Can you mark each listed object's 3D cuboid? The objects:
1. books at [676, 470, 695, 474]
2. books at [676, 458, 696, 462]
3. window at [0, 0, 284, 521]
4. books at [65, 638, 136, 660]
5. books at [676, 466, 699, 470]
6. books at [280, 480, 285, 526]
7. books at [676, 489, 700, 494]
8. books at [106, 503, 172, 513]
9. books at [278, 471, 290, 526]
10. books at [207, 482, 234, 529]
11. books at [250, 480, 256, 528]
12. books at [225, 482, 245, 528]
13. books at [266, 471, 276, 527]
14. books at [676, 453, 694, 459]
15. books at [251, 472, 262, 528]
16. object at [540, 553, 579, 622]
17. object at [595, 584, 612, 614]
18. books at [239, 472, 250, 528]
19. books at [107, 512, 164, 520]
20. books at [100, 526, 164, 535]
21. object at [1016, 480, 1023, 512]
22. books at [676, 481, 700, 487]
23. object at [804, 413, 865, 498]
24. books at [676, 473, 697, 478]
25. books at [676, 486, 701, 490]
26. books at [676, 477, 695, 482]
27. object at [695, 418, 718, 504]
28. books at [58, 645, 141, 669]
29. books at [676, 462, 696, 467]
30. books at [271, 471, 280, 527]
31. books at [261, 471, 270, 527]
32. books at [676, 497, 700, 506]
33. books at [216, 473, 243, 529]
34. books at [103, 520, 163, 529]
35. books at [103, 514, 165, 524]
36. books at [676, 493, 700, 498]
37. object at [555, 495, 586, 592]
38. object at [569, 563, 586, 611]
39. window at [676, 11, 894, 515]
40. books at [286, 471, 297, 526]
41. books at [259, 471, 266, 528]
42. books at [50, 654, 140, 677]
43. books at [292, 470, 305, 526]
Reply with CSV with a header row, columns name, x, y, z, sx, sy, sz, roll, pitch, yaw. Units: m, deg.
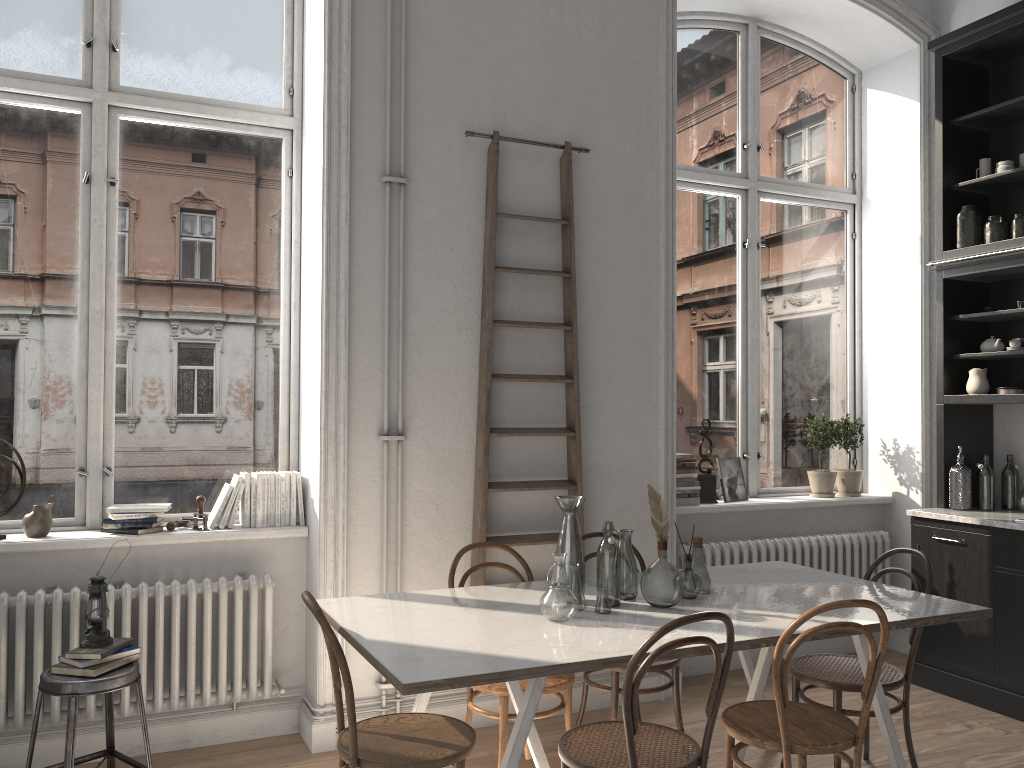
name,x,y,z,sx,sy,sz,roll,pitch,yaw
books,0.915,0.495,5.039,0.205,0.022,0.155,1,-2,-30
books,0.915,0.431,5.041,0.205,0.020,0.155,1,-2,-25
window,-1.857,-0.822,3.991,1.622,2.842,0.013,1,-1,-25
books,-1.533,0.985,3.308,0.147,0.027,0.221,0,-2,8
books,0.910,0.474,5.038,0.244,0.019,0.174,1,-2,-25
books,-1.084,0.552,4.139,0.020,0.205,0.155,1,-1,-25
books,0.907,0.604,5.020,0.249,0.023,0.175,1,-2,-24
books,-1.627,0.542,3.882,0.244,0.019,0.174,1,-2,-15
books,-1.072,0.534,4.167,0.024,0.243,0.175,1,-1,-25
books,-1.328,0.551,4.031,0.105,0.194,0.155,1,-2,-26
books,-1.201,0.550,4.085,0.020,0.205,0.155,1,-1,-25
books,-1.268,0.549,4.055,0.072,0.203,0.155,1,-2,-25
books,-1.132,0.533,4.140,0.024,0.243,0.175,1,-1,-25
books,0.907,0.410,5.048,0.201,0.024,0.159,1,-2,-35
books,-1.177,0.531,4.085,0.024,0.243,0.175,1,-1,-25
object,0.159,0.681,2.979,0.132,0.219,0.132,1,-2,-35
object,0.317,0.748,3.085,0.058,0.094,0.058,0,-1,4
books,-1.234,0.531,4.093,0.024,0.243,0.175,1,-1,-25
books,-1.637,0.567,3.855,0.205,0.020,0.155,1,-2,-35
books,-1.654,0.632,3.864,0.221,0.023,0.147,0,-2,24
object,2.783,0.576,4.769,0.132,0.219,0.120,1,-1,-24
books,0.909,0.565,5.040,0.245,0.028,0.193,1,-2,-30
object,2.016,0.442,5.553,0.500,0.524,0.234,1,-2,-35
books,0.916,0.517,5.045,0.222,0.024,0.158,1,-2,-25
books,0.910,0.586,5.039,0.255,0.014,0.192,1,-2,-21
books,0.915,0.540,5.038,0.205,0.022,0.155,1,-2,-10
object,1.122,0.443,5.140,0.122,0.488,0.102,0,-1,0
books,-1.535,1.008,3.306,0.163,0.029,0.232,-1,-2,36
books,0.903,0.453,5.035,0.231,0.023,0.162,1,-2,-9
books,-1.104,0.532,4.129,0.019,0.243,0.174,1,-1,-25
books,-1.150,0.532,4.127,0.019,0.243,0.174,1,-1,-25
books,0.905,0.660,5.019,0.248,0.043,0.192,1,-2,-25
books,-1.291,0.532,4.043,0.100,0.235,0.174,1,-2,-25
books,-1.646,0.610,3.864,0.205,0.022,0.155,0,-2,-5
books,-1.644,0.588,3.864,0.221,0.023,0.147,1,-2,-9
books,0.907,0.628,5.020,0.249,0.023,0.175,1,-2,-29
object,0.214,0.608,3.269,0.116,0.383,0.116,1,-1,-13
object,0.223,0.717,3.147,0.083,0.158,0.083,1,-2,-29
window,5.972,-4.923,10.939,14.386,15.932,26.402,1,-2,-25
books,-1.040,0.534,4.160,0.024,0.243,0.175,1,-1,-25
books,-1.161,0.531,4.103,0.019,0.243,0.174,1,-1,-25
books,-1.544,1.034,3.298,0.194,0.034,0.246,0,-2,16
books,-1.011,0.534,4.171,0.040,0.244,0.174,1,-1,-25
